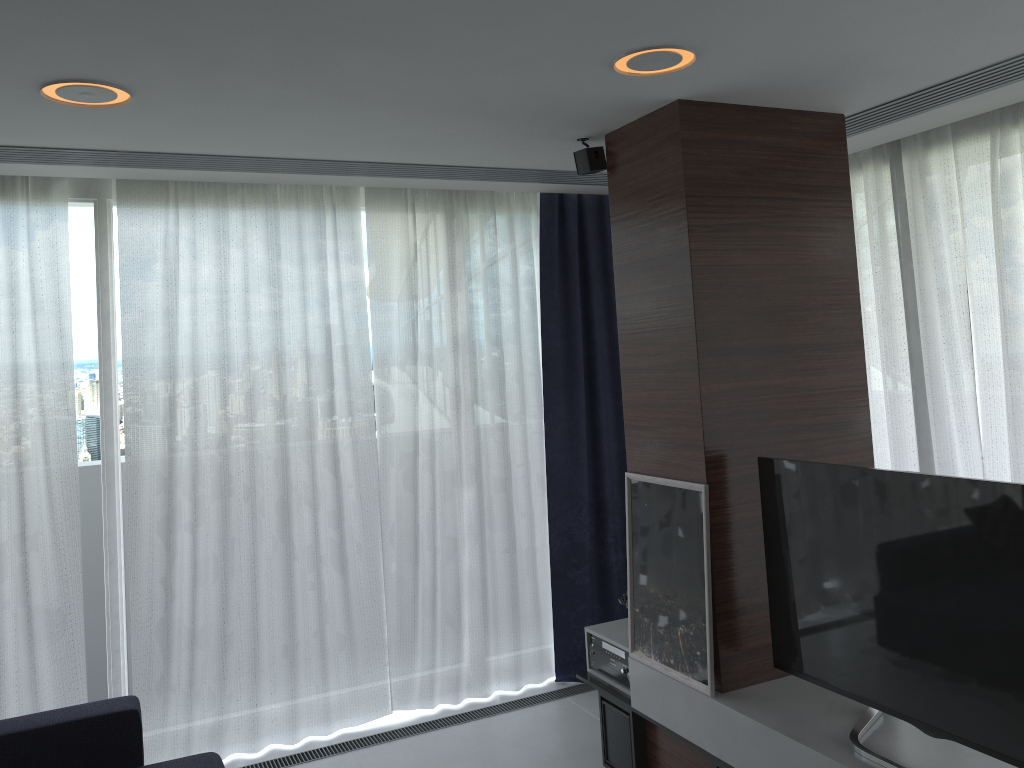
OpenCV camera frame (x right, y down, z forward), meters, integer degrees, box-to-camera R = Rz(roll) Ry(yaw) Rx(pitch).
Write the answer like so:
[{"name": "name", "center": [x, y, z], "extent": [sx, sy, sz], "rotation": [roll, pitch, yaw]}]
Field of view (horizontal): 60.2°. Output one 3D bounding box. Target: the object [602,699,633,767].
[{"name": "object", "center": [0.530, 1.403, 3.551], "extent": [0.254, 0.252, 0.212], "rotation": [-3, -2, -26]}]

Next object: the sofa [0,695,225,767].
[{"name": "sofa", "center": [-1.408, 1.405, 1.751], "extent": [1.902, 0.610, 2.862], "rotation": [-4, 1, -26]}]

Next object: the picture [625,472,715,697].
[{"name": "picture", "center": [0.561, 0.696, 3.210], "extent": [0.053, 0.704, 0.498], "rotation": [-2, -3, -26]}]

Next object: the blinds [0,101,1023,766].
[{"name": "blinds", "center": [-0.632, 0.283, 1.363], "extent": [7.145, 2.784, 5.777], "rotation": [-4, 1, -22]}]

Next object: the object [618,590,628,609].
[{"name": "object", "center": [0.620, 0.954, 3.855], "extent": [0.310, 0.151, 0.137], "rotation": [-3, -1, 22]}]

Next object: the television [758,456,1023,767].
[{"name": "television", "center": [1.149, 0.638, 2.445], "extent": [0.298, 0.789, 1.225], "rotation": [-2, -1, -26]}]

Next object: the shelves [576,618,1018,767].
[{"name": "shelves", "center": [1.175, 1.271, 2.907], "extent": [0.874, 0.501, 2.340], "rotation": [-4, 1, -25]}]

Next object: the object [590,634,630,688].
[{"name": "object", "center": [0.567, 1.135, 3.696], "extent": [0.369, 0.151, 0.368], "rotation": [-4, 1, -26]}]

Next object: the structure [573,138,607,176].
[{"name": "structure", "center": [0.319, -0.929, 3.619], "extent": [0.114, 0.143, 0.084], "rotation": [-2, -3, -35]}]
